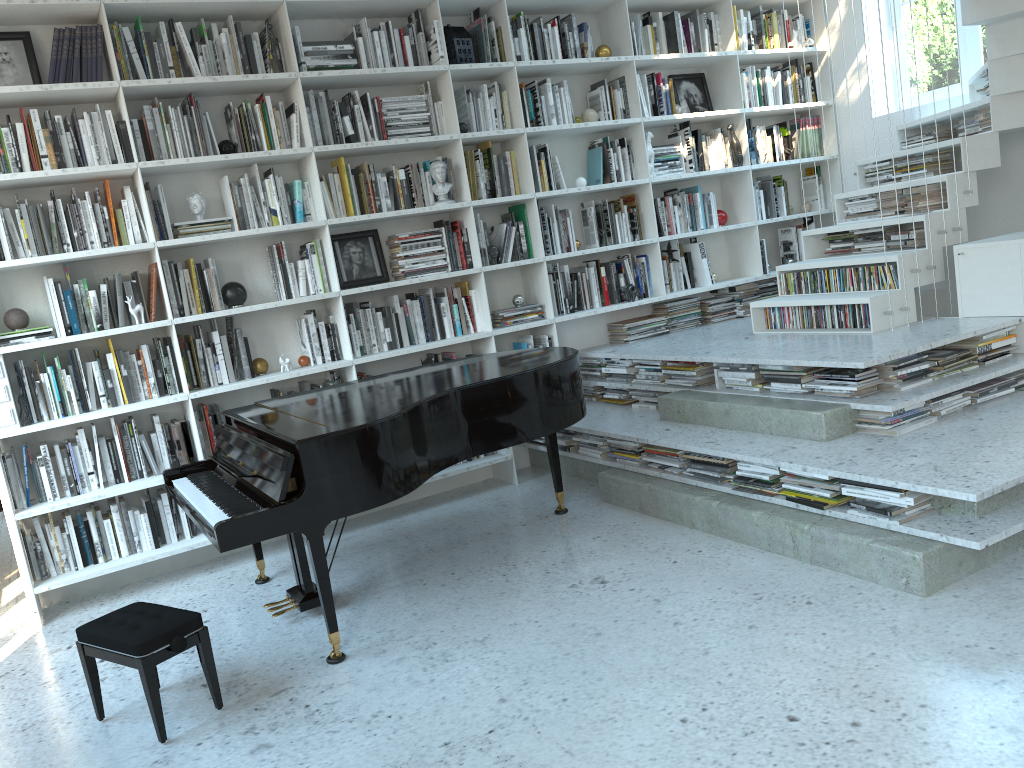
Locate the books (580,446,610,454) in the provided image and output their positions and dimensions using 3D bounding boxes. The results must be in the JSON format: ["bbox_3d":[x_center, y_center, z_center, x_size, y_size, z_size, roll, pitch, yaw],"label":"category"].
[{"bbox_3d":[0.500,0.341,4.840,0.172,0.014,0.220,-13,9,-26],"label":"books"}]

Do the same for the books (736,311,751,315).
[{"bbox_3d":[1.574,-0.499,6.146,0.160,0.025,0.243,-14,9,-28],"label":"books"}]

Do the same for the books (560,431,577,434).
[{"bbox_3d":[0.354,0.260,5.106,0.126,0.005,0.290,-14,10,-32],"label":"books"}]

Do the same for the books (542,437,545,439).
[{"bbox_3d":[0.202,0.293,5.359,0.177,0.012,0.278,-14,10,-31],"label":"books"}]

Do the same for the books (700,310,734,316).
[{"bbox_3d":[1.431,-0.500,6.112,0.327,0.008,0.207,-13,9,-25],"label":"books"}]

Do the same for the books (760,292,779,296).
[{"bbox_3d":[1.762,-0.636,6.280,0.315,0.009,0.199,-14,9,-30],"label":"books"}]

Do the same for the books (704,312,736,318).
[{"bbox_3d":[1.432,-0.485,6.117,0.327,0.008,0.207,-14,9,-28],"label":"books"}]

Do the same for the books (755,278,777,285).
[{"bbox_3d":[1.746,-0.717,6.276,0.353,0.017,0.198,-13,9,-27],"label":"books"}]

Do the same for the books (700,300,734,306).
[{"bbox_3d":[1.419,-0.567,6.101,0.327,0.008,0.207,-13,9,-25],"label":"books"}]

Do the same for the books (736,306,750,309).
[{"bbox_3d":[1.570,-0.538,6.141,0.149,0.013,0.209,-13,9,-24],"label":"books"}]

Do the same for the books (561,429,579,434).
[{"bbox_3d":[0.357,0.249,5.107,0.135,0.014,0.297,-13,9,-26],"label":"books"}]

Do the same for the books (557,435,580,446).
[{"bbox_3d":[0.338,0.308,5.100,0.190,0.028,0.212,-13,9,-23],"label":"books"}]

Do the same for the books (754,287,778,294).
[{"bbox_3d":[1.761,-0.665,6.271,0.353,0.017,0.198,-13,9,-22],"label":"books"}]

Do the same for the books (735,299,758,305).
[{"bbox_3d":[1.563,-0.565,6.136,0.165,0.014,0.235,-14,9,-27],"label":"books"}]

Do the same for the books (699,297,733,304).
[{"bbox_3d":[1.421,-0.582,6.091,0.367,0.007,0.205,-14,10,-32],"label":"books"}]

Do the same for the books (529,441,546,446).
[{"bbox_3d":[0.220,0.337,5.372,0.171,0.016,0.241,-14,9,-27],"label":"books"}]

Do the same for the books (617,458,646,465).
[{"bbox_3d":[0.656,0.381,4.572,0.157,0.014,0.180,-14,9,-30],"label":"books"}]

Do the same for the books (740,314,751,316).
[{"bbox_3d":[1.582,-0.485,6.152,0.131,0.008,0.291,-14,10,-31],"label":"books"}]

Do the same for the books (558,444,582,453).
[{"bbox_3d":[0.351,0.346,5.110,0.188,0.030,0.237,-14,9,-27],"label":"books"}]

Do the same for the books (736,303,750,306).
[{"bbox_3d":[1.561,-0.553,6.135,0.158,0.008,0.292,-13,9,-24],"label":"books"}]

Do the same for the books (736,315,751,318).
[{"bbox_3d":[1.574,-0.472,6.148,0.158,0.012,0.278,-13,9,-24],"label":"books"}]

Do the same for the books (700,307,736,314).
[{"bbox_3d":[1.426,-0.515,6.113,0.367,0.007,0.205,-13,9,-26],"label":"books"}]

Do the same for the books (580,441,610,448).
[{"bbox_3d":[0.490,0.307,4.832,0.170,0.020,0.193,-13,9,-23],"label":"books"}]

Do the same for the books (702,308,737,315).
[{"bbox_3d":[1.429,-0.508,6.111,0.327,0.008,0.207,-14,9,-29],"label":"books"}]

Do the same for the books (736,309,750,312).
[{"bbox_3d":[1.561,-0.513,6.138,0.167,0.008,0.281,-14,10,-31],"label":"books"}]

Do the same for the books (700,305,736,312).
[{"bbox_3d":[1.427,-0.529,6.105,0.367,0.007,0.205,-13,9,-24],"label":"books"}]

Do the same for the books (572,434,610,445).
[{"bbox_3d":[0.485,0.290,4.828,0.180,0.015,0.294,-14,9,-29],"label":"books"}]

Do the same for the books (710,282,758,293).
[{"bbox_3d":[1.527,-0.663,6.109,0.204,0.036,0.266,-13,9,-26],"label":"books"}]

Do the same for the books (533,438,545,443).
[{"bbox_3d":[0.207,0.317,5.364,0.179,0.012,0.261,-13,9,-24],"label":"books"}]

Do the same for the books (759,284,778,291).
[{"bbox_3d":[1.757,-0.682,6.271,0.315,0.018,0.199,-14,10,-31],"label":"books"}]

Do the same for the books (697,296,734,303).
[{"bbox_3d":[1.415,-0.590,6.098,0.367,0.007,0.205,-13,9,-25],"label":"books"}]

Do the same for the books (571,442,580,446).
[{"bbox_3d":[0.358,0.323,5.112,0.147,0.012,0.206,-14,10,-32],"label":"books"}]

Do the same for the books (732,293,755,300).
[{"bbox_3d":[1.546,-0.603,6.124,0.173,0.019,0.196,-13,9,-22],"label":"books"}]

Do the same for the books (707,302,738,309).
[{"bbox_3d":[1.423,-0.544,6.105,0.327,0.008,0.207,-13,9,-25],"label":"books"}]

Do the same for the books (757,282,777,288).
[{"bbox_3d":[1.751,-0.699,6.273,0.353,0.017,0.198,-13,9,-25],"label":"books"}]

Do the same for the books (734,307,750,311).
[{"bbox_3d":[1.560,-0.523,6.137,0.183,0.012,0.205,-14,9,-28],"label":"books"}]

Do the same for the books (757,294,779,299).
[{"bbox_3d":[1.764,-0.619,6.283,0.353,0.009,0.198,-13,9,-24],"label":"books"}]

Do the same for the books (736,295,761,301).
[{"bbox_3d":[1.555,-0.590,6.129,0.169,0.010,0.282,-14,9,-28],"label":"books"}]

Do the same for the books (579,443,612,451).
[{"bbox_3d":[0.509,0.328,4.844,0.148,0.007,0.300,-14,9,-27],"label":"books"}]

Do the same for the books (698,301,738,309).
[{"bbox_3d":[1.420,-0.552,6.107,0.367,0.007,0.205,-14,9,-28],"label":"books"}]

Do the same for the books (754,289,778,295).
[{"bbox_3d":[1.757,-0.653,6.280,0.353,0.009,0.198,-14,9,-29],"label":"books"}]

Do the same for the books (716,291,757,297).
[{"bbox_3d":[1.548,-0.621,6.124,0.164,0.015,0.243,-13,9,-24],"label":"books"}]

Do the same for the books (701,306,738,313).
[{"bbox_3d":[1.425,-0.522,6.111,0.327,0.008,0.207,-13,9,-26],"label":"books"}]

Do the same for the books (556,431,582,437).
[{"bbox_3d":[0.347,0.268,5.103,0.159,0.009,0.291,-13,9,-25],"label":"books"}]

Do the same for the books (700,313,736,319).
[{"bbox_3d":[1.432,-0.478,6.121,0.327,0.008,0.207,-13,9,-27],"label":"books"}]

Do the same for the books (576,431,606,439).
[{"bbox_3d":[0.489,0.260,4.828,0.159,0.006,0.285,-13,9,-25],"label":"books"}]

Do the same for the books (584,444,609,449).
[{"bbox_3d":[0.507,0.319,4.842,0.147,0.012,0.206,-13,9,-26],"label":"books"}]

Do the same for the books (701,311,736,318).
[{"bbox_3d":[1.433,-0.493,6.111,0.367,0.007,0.205,-14,9,-30],"label":"books"}]

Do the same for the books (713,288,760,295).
[{"bbox_3d":[1.545,-0.638,6.121,0.159,0.012,0.285,-14,10,-31],"label":"books"}]

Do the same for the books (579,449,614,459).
[{"bbox_3d":[0.497,0.362,4.840,0.177,0.026,0.230,-13,9,-24],"label":"books"}]

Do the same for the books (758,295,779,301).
[{"bbox_3d":[1.767,-0.610,6.282,0.315,0.009,0.199,-13,9,-23],"label":"books"}]

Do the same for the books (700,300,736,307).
[{"bbox_3d":[1.425,-0.559,6.096,0.327,0.008,0.207,-13,9,-22],"label":"books"}]

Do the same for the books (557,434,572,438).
[{"bbox_3d":[0.359,0.279,5.110,0.143,0.019,0.230,-13,9,-26],"label":"books"}]

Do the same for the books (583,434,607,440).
[{"bbox_3d":[0.502,0.269,4.836,0.130,0.018,0.255,-13,9,-24],"label":"books"}]

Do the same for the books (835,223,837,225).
[{"bbox_3d":[2.350,-1.116,6.064,0.228,0.011,0.159,-14,9,-28],"label":"books"}]

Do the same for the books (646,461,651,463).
[{"bbox_3d":[0.662,0.369,4.574,0.140,0.008,0.283,-14,9,-29],"label":"books"}]

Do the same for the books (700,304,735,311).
[{"bbox_3d":[1.426,-0.537,6.104,0.327,0.008,0.207,-14,9,-30],"label":"books"}]

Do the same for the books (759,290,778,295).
[{"bbox_3d":[1.760,-0.644,6.279,0.353,0.009,0.198,-14,9,-30],"label":"books"}]

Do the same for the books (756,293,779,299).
[{"bbox_3d":[1.765,-0.627,6.277,0.315,0.009,0.199,-13,9,-22],"label":"books"}]
